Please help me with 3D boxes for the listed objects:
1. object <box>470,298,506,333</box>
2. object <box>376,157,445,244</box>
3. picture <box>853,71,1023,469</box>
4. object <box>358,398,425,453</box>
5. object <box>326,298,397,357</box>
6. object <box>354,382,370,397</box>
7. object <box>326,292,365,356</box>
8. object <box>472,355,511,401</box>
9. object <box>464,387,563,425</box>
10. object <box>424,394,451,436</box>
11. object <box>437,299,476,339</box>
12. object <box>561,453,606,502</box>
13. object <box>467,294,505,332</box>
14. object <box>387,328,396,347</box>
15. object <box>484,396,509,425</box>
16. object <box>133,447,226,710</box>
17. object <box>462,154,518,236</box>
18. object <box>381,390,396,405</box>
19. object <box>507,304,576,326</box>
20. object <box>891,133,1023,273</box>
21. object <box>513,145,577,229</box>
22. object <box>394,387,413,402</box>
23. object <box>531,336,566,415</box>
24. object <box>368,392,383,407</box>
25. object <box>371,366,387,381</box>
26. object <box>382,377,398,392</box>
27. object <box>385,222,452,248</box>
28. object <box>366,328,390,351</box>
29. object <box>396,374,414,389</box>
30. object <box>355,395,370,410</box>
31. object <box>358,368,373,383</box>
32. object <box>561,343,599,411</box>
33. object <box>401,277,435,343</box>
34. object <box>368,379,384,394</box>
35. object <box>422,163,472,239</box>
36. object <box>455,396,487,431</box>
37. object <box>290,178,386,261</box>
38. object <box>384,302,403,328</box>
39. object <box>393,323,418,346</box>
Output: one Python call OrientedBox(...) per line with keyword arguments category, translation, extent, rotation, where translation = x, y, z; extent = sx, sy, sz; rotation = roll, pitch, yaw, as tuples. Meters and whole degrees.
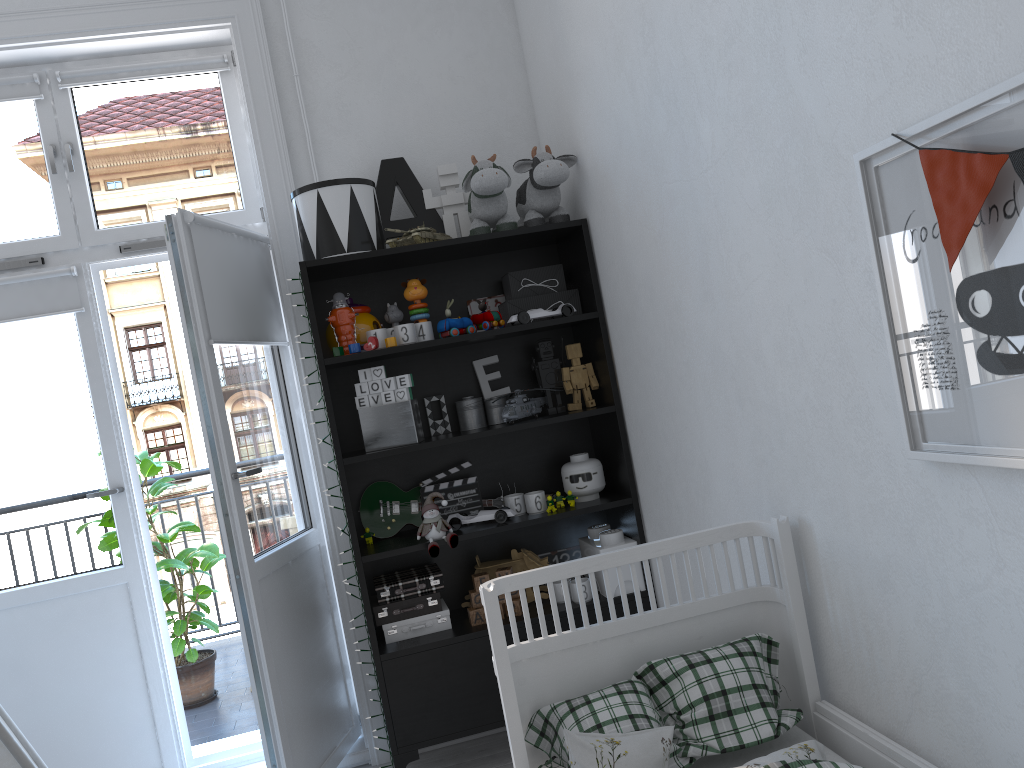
OrientedBox(category="object", translation=(-0.087, -0.229, 2.926), extent=(0.087, 0.112, 0.122), rotation=(-11, 1, -41))
OrientedBox(category="object", translation=(-0.376, -0.592, 3.021), extent=(0.343, 0.344, 0.057), rotation=(-11, 1, -11))
OrientedBox(category="picture", translation=(0.669, -0.134, 1.071), extent=(0.030, 0.493, 0.703), rotation=(-11, 1, -11))
OrientedBox(category="object", translation=(-0.381, 0.130, 2.807), extent=(0.170, 0.138, 0.124), rotation=(-10, 1, 4))
OrientedBox(category="object", translation=(-0.499, -0.188, 2.848), extent=(0.197, 0.197, 0.318), rotation=(-11, 1, -15))
OrientedBox(category="object", translation=(-0.466, 0.016, 2.772), extent=(0.040, 0.040, 0.040), rotation=(-11, 1, -1))
OrientedBox(category="object", translation=(-0.519, -0.188, 2.772), extent=(0.105, 0.203, 0.072), rotation=(-11, 1, -4))
OrientedBox(category="object", translation=(-0.071, -0.021, 3.074), extent=(0.107, 0.151, 0.055), rotation=(-11, 1, -11))
OrientedBox(category="object", translation=(0.029, 0.069, 2.930), extent=(0.367, 0.106, 0.349), rotation=(-11, 1, -10))
OrientedBox(category="object", translation=(-0.254, 0.107, 3.026), extent=(0.070, 0.135, 0.028), rotation=(-11, 1, -12))
OrientedBox(category="object", translation=(-0.185, -0.211, 2.863), extent=(0.121, 0.126, 0.087), rotation=(-11, 1, -34))
OrientedBox(category="object", translation=(0.239, 0.314, 2.976), extent=(0.139, 0.162, 0.139), rotation=(-11, 1, -36))
OrientedBox(category="object", translation=(0.023, -0.258, 3.108), extent=(0.347, 0.132, 0.037), rotation=(-11, 1, -11))
OrientedBox(category="object", translation=(-0.379, -0.145, 2.844), extent=(0.067, 0.067, 0.067), rotation=(-11, 1, -37))
OrientedBox(category="object", translation=(-0.027, 0.086, 2.952), extent=(0.078, 0.091, 0.246), rotation=(-11, 1, -17))
OrientedBox(category="object", translation=(-1.614, 0.854, 4.044), extent=(0.720, 1.225, 0.489), rotation=(-11, 1, -1))
OrientedBox(category="object", translation=(-0.080, -0.596, 2.881), extent=(0.154, 0.253, 0.370), rotation=(-11, 1, -3))
OrientedBox(category="object", translation=(-0.383, 0.042, 2.768), extent=(0.040, 0.040, 0.040), rotation=(-10, 1, 4))
OrientedBox(category="object", translation=(0.095, -0.223, 2.872), extent=(0.230, 0.048, 0.098), rotation=(-11, 1, -21))
OrientedBox(category="object", translation=(0.661, -0.331, 0.906), extent=(0.058, 0.415, 0.905), rotation=(-11, 1, -12))
OrientedBox(category="object", translation=(0.066, -0.623, 2.915), extent=(0.211, 0.253, 0.387), rotation=(-11, 1, -28))
OrientedBox(category="object", translation=(-0.338, 0.033, 2.765), extent=(0.040, 0.040, 0.040), rotation=(-10, 1, 19))
OrientedBox(category="object", translation=(0.134, -0.029, 3.005), extent=(0.117, 0.259, 0.081), rotation=(-11, 1, -11))
OrientedBox(category="object", translation=(-0.426, 0.050, 2.779), extent=(0.040, 0.040, 0.040), rotation=(-11, 1, -6))
OrientedBox(category="object", translation=(-0.416, -0.034, 2.768), extent=(0.040, 0.040, 0.040), rotation=(-11, 1, -1))
OrientedBox(category="object", translation=(-0.377, 0.000, 2.767), extent=(0.040, 0.040, 0.040), rotation=(-10, 1, 19))
OrientedBox(category="object", translation=(-0.316, -0.478, 2.844), extent=(0.121, 0.100, 0.338), rotation=(-10, 1, 24))
OrientedBox(category="object", translation=(-0.422, -0.137, 2.790), extent=(0.067, 0.067, 0.067), rotation=(-11, 1, -10))
OrientedBox(category="object", translation=(-0.333, -0.008, 2.764), extent=(0.040, 0.040, 0.040), rotation=(-10, 1, 14))
OrientedBox(category="object", translation=(-0.465, 0.057, 2.773), extent=(0.040, 0.040, 0.040), rotation=(-10, 1, 4))
OrientedBox(category="object", translation=(-0.457, -0.026, 2.771), extent=(0.040, 0.040, 0.040), rotation=(-11, 1, -6))
OrientedBox(category="object", translation=(0.223, -0.025, 2.959), extent=(0.114, 0.221, 0.052), rotation=(-11, 1, -12))
OrientedBox(category="object", translation=(-0.298, -0.234, 2.841), extent=(0.077, 0.213, 0.077), rotation=(-10, 1, 22))
OrientedBox(category="object", translation=(-0.422, 0.008, 2.769), extent=(0.040, 0.040, 0.040), rotation=(-10, 1, 9))
OrientedBox(category="object", translation=(-0.198, -0.598, 3.026), extent=(0.190, 0.290, 0.065), rotation=(-11, 1, -6))
OrientedBox(category="object", translation=(-0.140, 0.098, 3.014), extent=(0.095, 0.110, 0.095), rotation=(-11, 1, -7))
OrientedBox(category="object", translation=(-0.538, -0.518, 2.911), extent=(0.272, 0.259, 0.394), rotation=(-10, 1, 17))
OrientedBox(category="object", translation=(-0.386, -0.192, 2.948), extent=(0.063, 0.160, 0.063), rotation=(-11, 1, -33))
OrientedBox(category="object", translation=(-0.335, -0.153, 2.793), extent=(0.067, 0.067, 0.067), rotation=(-11, 1, -10))
